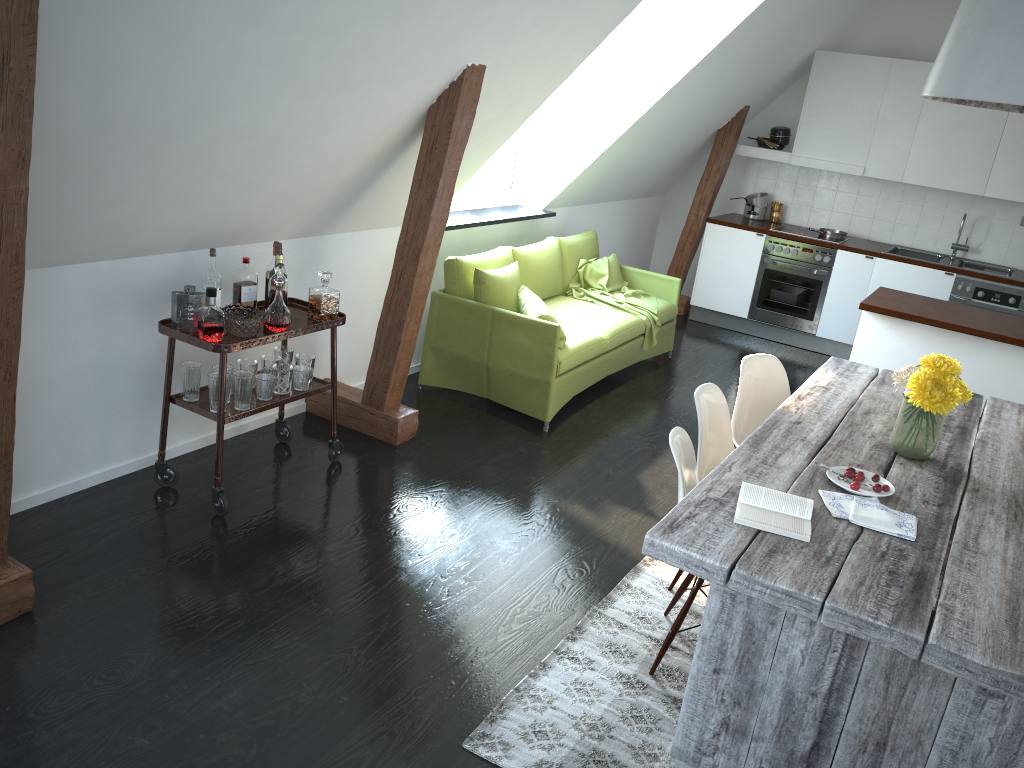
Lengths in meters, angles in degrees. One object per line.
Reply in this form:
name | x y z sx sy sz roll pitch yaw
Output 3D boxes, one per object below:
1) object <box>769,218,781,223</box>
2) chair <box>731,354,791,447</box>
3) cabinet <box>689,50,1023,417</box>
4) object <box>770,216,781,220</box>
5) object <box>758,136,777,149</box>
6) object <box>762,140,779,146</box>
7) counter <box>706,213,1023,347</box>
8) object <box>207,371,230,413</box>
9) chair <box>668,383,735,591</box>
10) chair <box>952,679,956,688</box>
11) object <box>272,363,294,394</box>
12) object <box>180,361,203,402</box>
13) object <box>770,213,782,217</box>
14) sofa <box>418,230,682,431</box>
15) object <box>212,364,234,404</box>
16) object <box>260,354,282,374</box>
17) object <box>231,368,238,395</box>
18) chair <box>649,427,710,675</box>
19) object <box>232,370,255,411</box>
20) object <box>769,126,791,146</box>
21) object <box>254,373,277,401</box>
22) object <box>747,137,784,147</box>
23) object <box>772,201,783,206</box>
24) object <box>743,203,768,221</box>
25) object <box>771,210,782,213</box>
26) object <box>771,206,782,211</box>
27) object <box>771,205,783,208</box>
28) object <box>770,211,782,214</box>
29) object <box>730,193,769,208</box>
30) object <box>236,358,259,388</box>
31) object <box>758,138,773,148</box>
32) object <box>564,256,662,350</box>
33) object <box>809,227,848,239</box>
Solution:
object | 2.363 -1.472 7.971 0.100 0.036 0.100 17 21 23
chair | 1.207 0.330 3.971 0.465 0.801 0.542 -5 23 -34
cabinet | 3.126 -0.923 5.971 4.208 2.369 3.033 18 21 26
object | 2.364 -1.492 7.964 0.099 0.048 0.100 -9 26 -41
object | 2.209 -2.097 7.686 0.061 0.077 0.331 4 20 -13
object | 2.254 -2.097 7.713 0.065 0.031 0.335 3 20 -14
counter | 2.709 -0.774 6.232 3.365 0.038 3.085 18 21 26
object | -1.189 0.036 3.592 0.087 0.155 0.087 8 19 0
chair | 0.914 0.456 3.490 0.542 0.801 0.465 18 21 27
chair | 1.661 0.832 2.715 0.542 0.801 0.465 16 21 22
object | -1.006 -0.020 3.882 0.095 0.119 0.095 5 19 -10
object | -1.326 -0.009 3.666 0.087 0.155 0.087 8 19 0
object | 2.364 -1.510 7.960 0.099 0.051 0.099 13 20 13
sofa | 0.373 -0.477 5.911 0.898 0.825 2.093 17 21 25
object | -1.202 0.003 3.683 0.087 0.155 0.087 8 19 0
object | -1.082 -0.064 3.976 0.095 0.119 0.095 5 19 -10
object | -1.216 -0.010 3.799 0.092 0.099 0.092 10 19 5
chair | 0.729 0.595 3.015 0.542 0.801 0.465 13 20 13
object | -1.107 0.028 3.648 0.087 0.155 0.087 8 19 0
object | 2.332 -2.158 7.723 0.190 0.166 0.200 5 19 -9
object | -1.056 0.015 3.793 0.092 0.099 0.092 10 19 5
object | 2.210 -2.119 7.777 0.357 0.075 0.244 8 19 -1
object | 2.373 -1.601 7.926 0.100 0.047 0.099 16 21 22
object | 2.186 -1.547 7.935 0.200 0.154 0.348 11 19 7
object | 2.368 -1.550 7.949 0.099 0.057 0.101 23 24 37
object | 2.367 -1.567 7.940 0.100 0.036 0.100 6 19 -5
object | 2.369 -1.583 7.934 0.100 0.036 0.100 -4 23 -32
object | 2.366 -1.530 7.956 0.099 0.043 0.100 13 20 15
object | 2.129 -1.654 7.977 0.371 0.169 0.203 8 19 0
object | -1.162 -0.044 3.886 0.095 0.119 0.095 5 19 -10
object | 2.192 -2.092 7.686 0.065 0.065 0.332 6 19 -5
object | 0.798 -0.604 6.380 0.722 0.493 0.711 16 21 22
object | 2.670 -1.293 7.541 0.351 0.061 0.232 9 19 1
